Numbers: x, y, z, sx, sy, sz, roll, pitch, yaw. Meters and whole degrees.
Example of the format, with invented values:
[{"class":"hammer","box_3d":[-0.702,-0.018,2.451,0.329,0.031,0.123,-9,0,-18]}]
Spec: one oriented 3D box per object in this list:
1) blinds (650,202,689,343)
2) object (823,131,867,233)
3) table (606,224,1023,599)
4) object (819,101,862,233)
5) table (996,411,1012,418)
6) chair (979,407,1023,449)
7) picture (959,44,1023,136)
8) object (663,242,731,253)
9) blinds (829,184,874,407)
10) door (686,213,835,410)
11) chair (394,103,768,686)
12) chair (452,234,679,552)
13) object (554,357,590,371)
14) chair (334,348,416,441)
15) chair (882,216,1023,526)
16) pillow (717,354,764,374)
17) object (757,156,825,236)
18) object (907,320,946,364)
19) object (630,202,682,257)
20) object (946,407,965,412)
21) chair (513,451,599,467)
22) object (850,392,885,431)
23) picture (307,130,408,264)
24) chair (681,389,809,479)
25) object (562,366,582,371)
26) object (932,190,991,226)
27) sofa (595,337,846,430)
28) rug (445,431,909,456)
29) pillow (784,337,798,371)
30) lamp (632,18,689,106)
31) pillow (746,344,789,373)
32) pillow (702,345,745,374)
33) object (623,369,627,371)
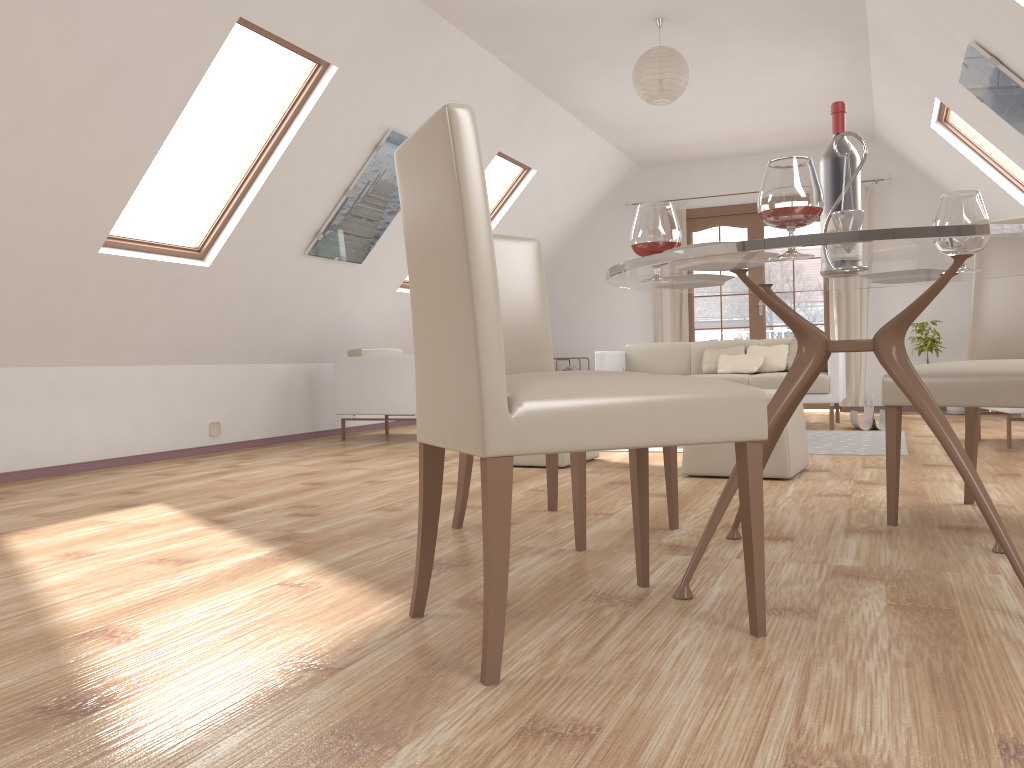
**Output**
[{"class":"blinds","box_3d":[1.635,-0.811,9.271,0.423,2.130,0.120,-1,1,21]},{"class":"object","box_3d":[0.829,-0.461,2.190,0.086,0.322,0.096,-2,1,-14]},{"class":"table","box_3d":[0.846,0.085,2.202,1.198,0.770,1.198,0,2,44]},{"class":"object","box_3d":[0.864,-0.522,2.337,0.109,0.435,0.109,-1,1,19]},{"class":"table","box_3d":[4.511,0.068,7.514,0.730,0.390,0.773,-1,1,22]},{"class":"chair","box_3d":[3.205,-0.006,5.165,0.820,0.706,0.748,-1,1,13]},{"class":"picture","box_3d":[2.670,-1.302,4.490,0.683,0.738,0.650,-1,1,23]},{"class":"object","box_3d":[0.473,-0.297,2.015,0.228,0.020,0.228,-2,1,-22]},{"class":"blinds","box_3d":[3.273,-0.842,8.527,0.424,2.129,0.123,-1,1,18]},{"class":"door","box_3d":[2.489,-0.735,9.008,1.546,2.001,0.098,-1,1,23]},{"class":"chair","box_3d":[0.118,0.000,1.813,0.618,0.999,0.477,-2,1,-22]},{"class":"chair","box_3d":[0.154,-0.024,2.910,0.477,0.999,0.618,-3,2,-42]},{"class":"object","box_3d":[0.386,0.028,9.537,0.854,0.608,0.417,-1,1,23]},{"class":"chair","box_3d":[-0.821,0.066,6.905,0.820,0.706,0.748,-1,1,26]},{"class":"chair","box_3d":[1.555,-0.059,2.817,0.618,0.999,0.477,-3,2,-39]},{"class":"pillow","box_3d":[1.823,-0.157,7.117,0.363,0.170,0.227,-1,1,28]},{"class":"object","box_3d":[0.586,-0.378,1.867,0.136,0.183,0.136,-1,1,2]},{"class":"object","box_3d":[3.812,-0.160,8.151,0.311,0.846,0.307,-1,1,15]},{"class":"object","box_3d":[0.380,-0.382,2.342,0.136,0.183,0.136,-1,1,2]},{"class":"object","box_3d":[3.931,0.029,7.835,0.234,0.480,0.209,-2,1,-11]},{"class":"chair","box_3d":[0.159,0.234,4.884,0.506,0.394,0.506,-1,1,28]},{"class":"object","box_3d":[2.642,0.199,6.560,0.212,0.267,0.315,-1,1,10]},{"class":"picture","box_3d":[-0.927,-1.237,6.033,0.683,0.738,0.650,-1,1,23]},{"class":"chair","box_3d":[1.112,0.222,4.213,0.506,0.394,0.506,-1,1,27]},{"class":"object","box_3d":[0.620,-0.136,9.388,0.109,0.109,0.435,-1,1,23]},{"class":"object","box_3d":[1.162,-0.402,2.295,0.136,0.183,0.136,-3,2,-40]},{"class":"sofa","box_3d":[1.698,-0.009,7.225,1.880,0.706,0.820,-1,1,23]},{"class":"rug","box_3d":[1.145,0.381,6.019,2.800,0.007,1.600,-1,1,23]},{"class":"pillow","box_3d":[2.324,-0.244,7.009,0.269,0.276,0.424,-2,1,-17]},{"class":"lamp","box_3d":[0.894,-1.948,5.349,0.340,0.497,0.340,-2,1,-27]},{"class":"pillow","box_3d":[2.053,-0.207,7.175,0.351,0.225,0.196,-1,1,28]},{"class":"pillow","box_3d":[1.742,-0.202,7.314,0.351,0.235,0.185,-1,1,27]},{"class":"object","box_3d":[0.790,0.016,6.295,0.184,0.359,0.123,-2,1,-25]}]
